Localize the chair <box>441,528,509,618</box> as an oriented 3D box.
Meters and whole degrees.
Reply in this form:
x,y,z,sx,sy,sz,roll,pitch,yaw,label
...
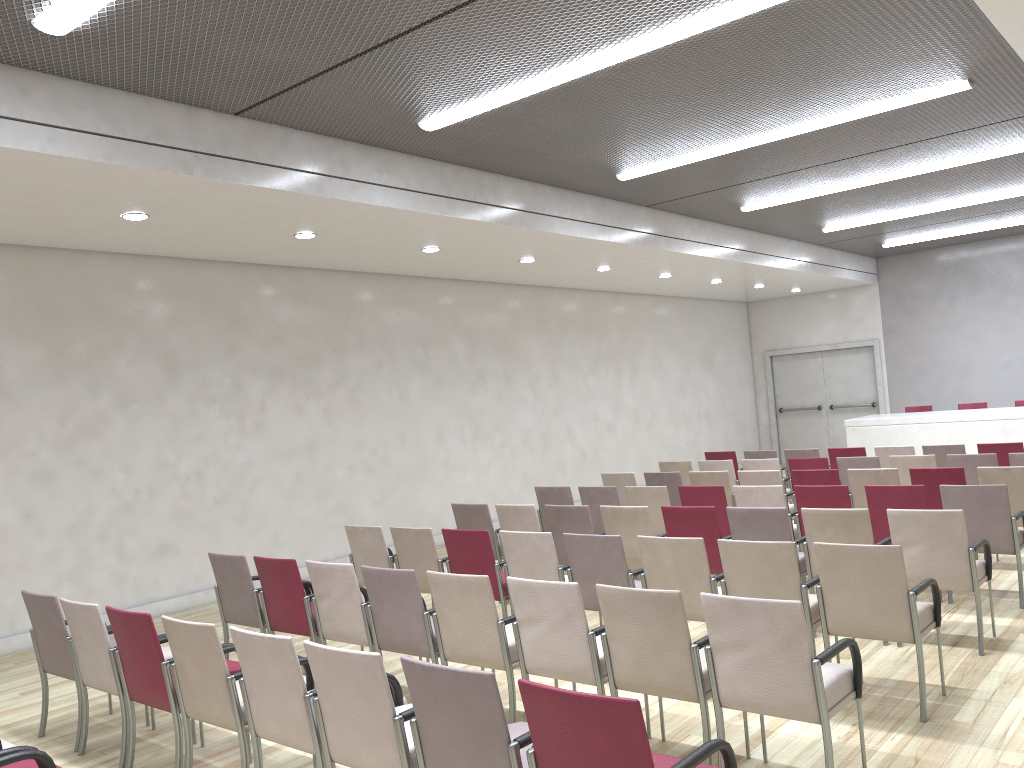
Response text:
x,y,z,sx,sy,sz,roll,pitch,yaw,label
-0.120,1.466,6.523,0.513,0.890,0.640,-6,-2,40,chair

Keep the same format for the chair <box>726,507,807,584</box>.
x,y,z,sx,sy,sz,roll,pitch,yaw,label
1.926,1.294,6.423,0.513,0.890,0.640,-6,-2,40,chair

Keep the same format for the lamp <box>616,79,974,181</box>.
x,y,z,sx,sy,sz,roll,pitch,yaw,label
2.392,-2.254,8.118,3.304,0.045,0.198,-6,-2,40,lamp

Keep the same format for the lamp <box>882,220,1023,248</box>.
x,y,z,sx,sy,sz,roll,pitch,yaw,label
7.857,-2.566,14.673,3.304,0.045,0.198,-6,-2,40,lamp

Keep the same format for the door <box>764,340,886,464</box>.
x,y,z,sx,sy,sz,roll,pitch,yaw,label
6.443,0.416,18.213,2.373,2.400,0.200,-6,-2,40,door

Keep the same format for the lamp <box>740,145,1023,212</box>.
x,y,z,sx,sy,sz,roll,pitch,yaw,label
4.236,-2.359,10.330,3.304,0.045,0.198,-6,-2,40,lamp

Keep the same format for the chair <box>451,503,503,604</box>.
x,y,z,sx,sy,sz,roll,pitch,yaw,label
-0.162,1.505,8.177,0.513,0.890,0.640,-6,-2,41,chair

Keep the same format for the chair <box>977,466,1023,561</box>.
x,y,z,sx,sy,sz,roll,pitch,yaw,label
4.340,1.119,7.604,0.513,0.890,0.640,-6,-2,39,chair

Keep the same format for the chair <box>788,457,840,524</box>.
x,y,z,sx,sy,sz,roll,pitch,yaw,label
3.465,1.243,9.953,0.513,0.890,0.640,-6,-2,40,chair

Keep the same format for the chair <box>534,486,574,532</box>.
x,y,z,sx,sy,sz,roll,pitch,yaw,label
0.620,1.461,9.123,0.513,0.890,0.640,-6,-2,39,chair

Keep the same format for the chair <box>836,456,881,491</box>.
x,y,z,sx,sy,sz,roll,pitch,yaw,label
3.873,1.201,9.590,0.513,0.890,0.640,-6,-2,40,chair

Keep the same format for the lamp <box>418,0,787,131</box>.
x,y,z,sx,sy,sz,roll,pitch,yaw,label
0.587,-2.151,5.953,3.304,0.045,0.198,-6,-2,40,lamp

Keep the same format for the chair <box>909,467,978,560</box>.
x,y,z,sx,sy,sz,roll,pitch,yaw,label
3.922,1.162,7.957,0.513,0.890,0.640,-6,-2,40,chair

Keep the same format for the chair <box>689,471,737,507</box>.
x,y,z,sx,sy,sz,roll,pitch,yaw,label
2.243,1.331,9.367,0.513,0.890,0.640,-6,-2,39,chair

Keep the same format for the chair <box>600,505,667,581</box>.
x,y,z,sx,sy,sz,roll,pitch,yaw,label
1.089,1.378,7.107,0.513,0.890,0.640,-6,-2,40,chair

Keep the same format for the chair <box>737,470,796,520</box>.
x,y,z,sx,sy,sz,roll,pitch,yaw,label
2.664,1.289,8.999,0.513,0.890,0.640,-6,-2,40,chair

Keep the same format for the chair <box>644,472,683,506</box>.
x,y,z,sx,sy,sz,roll,pitch,yaw,label
1.822,1.374,9.706,0.513,0.890,0.640,-6,-2,39,chair

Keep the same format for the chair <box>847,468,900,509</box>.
x,y,z,sx,sy,sz,roll,pitch,yaw,label
3.504,1.204,8.307,0.513,0.890,0.640,-6,-2,39,chair

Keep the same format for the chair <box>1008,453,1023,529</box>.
x,y,z,sx,sy,sz,roll,pitch,yaw,label
5.131,1.074,8.530,0.513,0.890,0.640,-6,-2,40,chair

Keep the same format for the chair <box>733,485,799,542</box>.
x,y,z,sx,sy,sz,roll,pitch,yaw,label
2.296,1.291,7.713,0.513,0.890,0.640,-6,-2,40,chair

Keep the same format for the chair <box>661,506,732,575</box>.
x,y,z,sx,sy,sz,roll,pitch,yaw,label
1.517,1.336,6.773,0.513,0.890,0.640,-6,-2,39,chair

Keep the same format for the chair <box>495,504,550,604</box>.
x,y,z,sx,sy,sz,roll,pitch,yaw,label
0.246,1.464,7.816,0.513,0.890,0.640,-6,-2,40,chair

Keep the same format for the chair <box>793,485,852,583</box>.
x,y,z,sx,sy,sz,roll,pitch,yaw,label
2.706,1.250,7.358,0.513,0.890,0.640,-6,-2,40,chair

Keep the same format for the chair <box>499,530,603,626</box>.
x,y,z,sx,sy,sz,roll,pitch,yaw,label
0.304,1.424,6.184,0.513,0.890,0.640,-6,-2,39,chair

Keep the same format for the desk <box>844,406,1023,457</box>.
x,y,z,sx,sy,sz,roll,pitch,yaw,label
7.227,0.933,13.614,3.652,1.042,1.456,-6,-2,40,desk

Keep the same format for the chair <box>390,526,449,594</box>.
x,y,z,sx,sy,sz,roll,pitch,yaw,label
-0.545,1.509,6.882,0.513,0.890,0.640,-6,-2,40,chair

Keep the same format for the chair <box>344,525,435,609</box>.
x,y,z,sx,sy,sz,roll,pitch,yaw,label
-0.960,1.551,7.232,0.513,0.890,0.640,-6,-2,40,chair

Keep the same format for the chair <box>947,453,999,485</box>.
x,y,z,sx,sy,sz,roll,pitch,yaw,label
4.713,1.116,8.883,0.513,0.890,0.640,-6,-2,40,chair

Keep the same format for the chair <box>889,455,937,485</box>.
x,y,z,sx,sy,sz,roll,pitch,yaw,label
4.295,1.159,9.252,0.513,0.890,0.640,-6,-2,39,chair

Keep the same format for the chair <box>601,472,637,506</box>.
x,y,z,sx,sy,sz,roll,pitch,yaw,label
1.396,1.417,10.061,0.513,0.890,0.640,-6,-2,41,chair

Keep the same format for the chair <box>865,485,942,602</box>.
x,y,z,sx,sy,sz,roll,pitch,yaw,label
3.147,1.205,7.001,0.513,0.890,0.640,-6,-2,40,chair

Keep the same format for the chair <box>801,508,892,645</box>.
x,y,z,sx,sy,sz,roll,pitch,yaw,label
2.342,1.252,6.063,0.513,0.890,0.640,-6,-2,39,chair

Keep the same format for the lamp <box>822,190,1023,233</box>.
x,y,z,sx,sy,sz,roll,pitch,yaw,label
6.032,-2.462,12.484,3.304,0.045,0.198,-6,-2,40,lamp

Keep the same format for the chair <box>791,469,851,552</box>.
x,y,z,sx,sy,sz,roll,pitch,yaw,label
3.088,1.246,8.642,0.513,0.890,0.640,-6,-2,39,chair

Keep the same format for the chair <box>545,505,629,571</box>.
x,y,z,sx,sy,sz,roll,pitch,yaw,label
0.666,1.421,7.465,0.513,0.890,0.640,-6,-2,41,chair

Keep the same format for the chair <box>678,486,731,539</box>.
x,y,z,sx,sy,sz,roll,pitch,yaw,label
1.888,1.333,8.066,0.513,0.890,0.640,-6,-2,39,chair

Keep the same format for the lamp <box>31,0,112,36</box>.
x,y,z,sx,sy,sz,roll,pitch,yaw,label
-1.245,-2.046,3.755,3.304,0.045,0.198,-6,-2,40,lamp

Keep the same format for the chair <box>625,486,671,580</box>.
x,y,z,sx,sy,sz,roll,pitch,yaw,label
1.455,1.376,8.416,0.513,0.890,0.640,-6,-2,40,chair

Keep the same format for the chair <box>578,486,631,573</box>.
x,y,z,sx,sy,sz,roll,pitch,yaw,label
1.041,1.418,8.763,0.513,0.890,0.640,-6,-2,40,chair
